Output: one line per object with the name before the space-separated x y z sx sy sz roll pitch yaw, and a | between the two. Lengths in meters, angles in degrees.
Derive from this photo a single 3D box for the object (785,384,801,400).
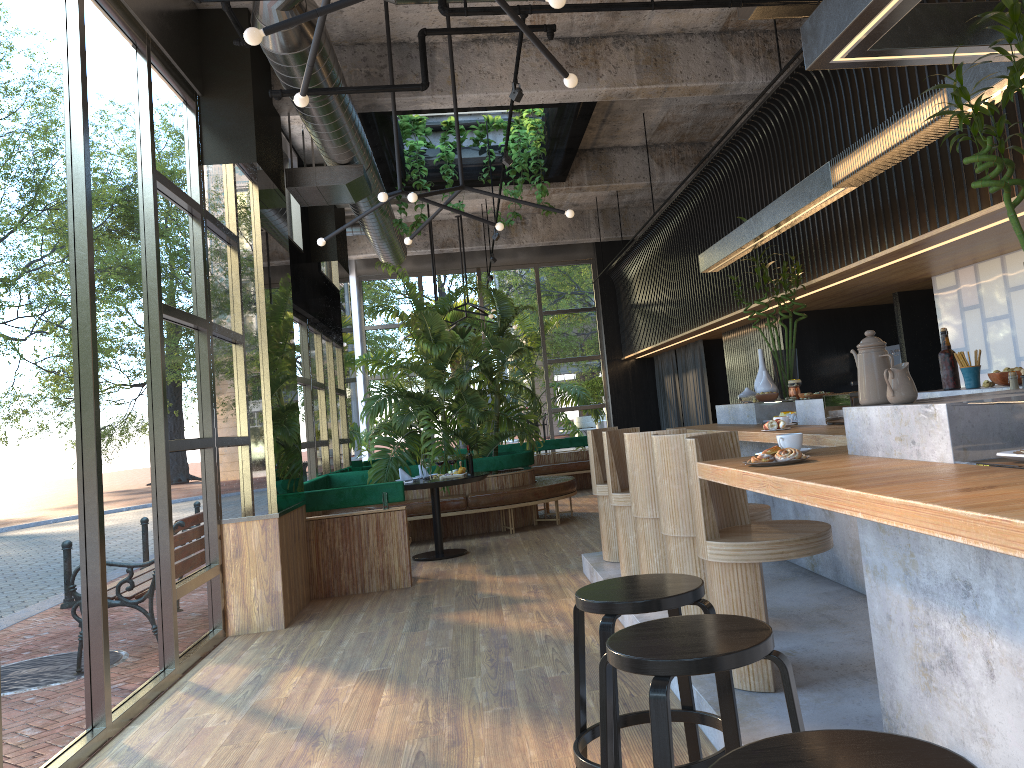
object | 1.898 0.053 6.024 0.085 0.107 0.161 -9 -5 41

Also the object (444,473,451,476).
object | -0.623 0.892 8.779 0.102 0.013 0.219 -6 -2 1

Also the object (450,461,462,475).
object | -0.548 0.826 8.705 0.145 0.124 0.096 -4 -5 -25

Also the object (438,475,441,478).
object | -0.715 0.911 8.753 0.032 0.031 0.040 -7 -4 20

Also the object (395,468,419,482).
object | -1.035 0.894 8.755 0.241 0.140 0.223 -4 -3 -22

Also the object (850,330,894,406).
object | 1.131 -0.052 2.789 0.124 0.236 0.203 -1 -6 -37

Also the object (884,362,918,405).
object | 1.124 -0.001 2.584 0.100 0.120 0.087 -6 -5 3

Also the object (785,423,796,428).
object | 1.604 0.251 5.270 0.163 0.020 0.157 -5 -2 -9

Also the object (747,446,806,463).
object | 0.829 0.221 2.766 0.155 0.053 0.160 -8 -3 39

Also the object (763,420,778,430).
object | 1.468 0.234 5.053 0.062 0.059 0.072 -4 -4 -15

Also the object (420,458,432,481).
object | -0.822 0.823 8.525 0.101 0.210 0.109 -8 -6 29

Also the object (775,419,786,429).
object | 1.520 0.230 5.075 0.073 0.060 0.124 -3 -4 -36

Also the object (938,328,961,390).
object | 1.926 -0.112 3.923 0.071 0.278 0.078 -9 -7 30

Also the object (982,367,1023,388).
object | 1.960 -0.030 3.497 0.190 0.073 0.229 -6 -3 15

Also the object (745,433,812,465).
object | 0.859 0.213 2.912 0.174 0.073 0.432 -7 -3 31

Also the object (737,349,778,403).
object | 1.863 -0.066 6.641 0.303 0.400 0.331 -10 -6 43

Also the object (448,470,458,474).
object | -0.554 0.877 8.890 0.193 0.038 0.063 -7 -3 27

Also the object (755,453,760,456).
object | 0.899 0.238 3.113 0.030 0.027 0.129 -4 -3 -27

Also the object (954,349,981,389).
object | 1.935 -0.062 3.752 0.103 0.162 0.106 -8 -6 29

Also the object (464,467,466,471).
object | -0.501 0.877 8.995 0.059 0.072 0.205 -4 -3 -13

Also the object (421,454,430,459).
object | -0.840 0.813 8.691 0.096 0.246 0.088 -3 -6 -23

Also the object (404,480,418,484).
object | -1.029 0.939 8.495 0.258 0.019 0.155 -6 -2 -7

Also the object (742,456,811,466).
object | 0.826 0.241 2.770 0.197 0.013 0.214 -7 -2 30

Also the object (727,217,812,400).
object | 1.992 -0.508 6.693 0.642 1.558 0.609 -9 -7 33

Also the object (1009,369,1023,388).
object | 1.785 0.054 3.078 0.068 0.216 0.168 -7 -5 21

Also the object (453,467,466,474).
object | -0.522 0.856 8.795 0.099 0.065 0.161 -3 -4 -34

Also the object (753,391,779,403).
object | 1.822 0.090 6.376 0.190 0.073 0.229 -6 -3 15

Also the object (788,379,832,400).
object | 1.873 0.032 5.769 0.211 0.135 0.798 -6 -2 3

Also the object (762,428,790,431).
object | 1.507 0.260 5.066 0.166 0.005 0.168 -6 -2 6

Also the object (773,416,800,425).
object | 1.623 0.221 5.274 0.137 0.064 0.106 -4 -3 -26

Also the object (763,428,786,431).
object | 1.507 0.258 5.062 0.117 0.005 0.125 -7 -3 34

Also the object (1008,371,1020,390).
object | 1.790 0.059 3.151 0.073 0.211 0.067 -1 -7 -38
